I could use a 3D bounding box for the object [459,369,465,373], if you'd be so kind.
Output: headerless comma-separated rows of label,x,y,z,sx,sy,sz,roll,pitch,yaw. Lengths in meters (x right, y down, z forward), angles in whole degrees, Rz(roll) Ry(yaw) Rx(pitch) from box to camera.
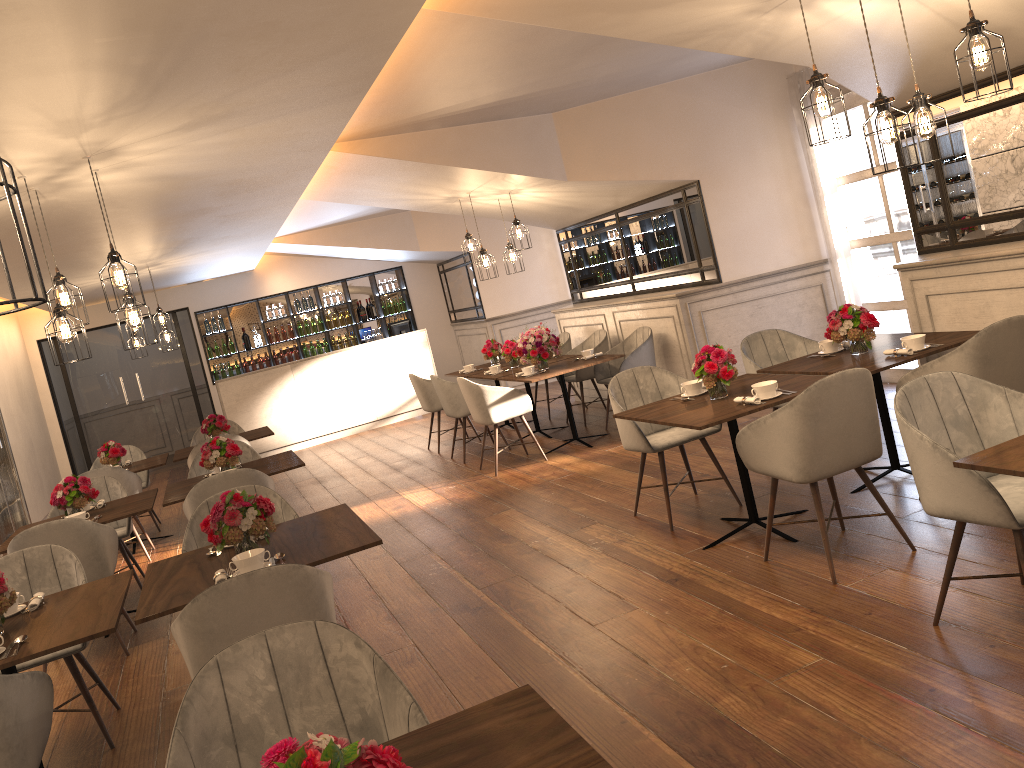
object,-0.496,-0.152,9.660,0.176,0.039,0.056,-16,6,-19

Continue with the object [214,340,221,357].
object,-4.526,-0.544,13.585,0.066,0.260,0.065,-16,4,-40

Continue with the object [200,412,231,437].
object,-2.825,0.418,8.394,0.303,0.300,0.236,-11,5,28

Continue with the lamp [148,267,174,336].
lamp,-4.073,-1.558,9.734,0.176,2.064,0.175,-15,3,-17

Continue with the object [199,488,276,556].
object,-1.109,0.558,3.590,0.308,0.300,0.233,-18,6,-41

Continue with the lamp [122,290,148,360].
lamp,-4.392,-1.292,9.828,0.176,2.064,0.175,-15,3,-17

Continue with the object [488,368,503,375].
object,-0.175,-0.122,8.787,0.193,0.024,0.025,-16,5,-19

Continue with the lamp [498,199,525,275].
lamp,-0.202,-2.096,8.668,0.176,2.064,0.175,-15,3,-17

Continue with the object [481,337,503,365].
object,-0.216,-0.359,9.661,0.233,0.300,0.308,-11,5,28

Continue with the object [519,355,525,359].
object,0.124,-0.304,9.680,0.176,0.039,0.056,-16,6,-19

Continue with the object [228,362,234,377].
object,-4.340,-0.221,13.641,0.066,0.260,0.065,-16,4,-40

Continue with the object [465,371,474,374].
object,-0.404,-0.137,9.489,0.212,0.004,0.022,-16,7,-19

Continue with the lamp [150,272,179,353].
lamp,-4.138,-1.380,10.054,0.176,2.064,0.175,-15,3,-17

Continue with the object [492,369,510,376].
object,-0.100,-0.114,8.609,0.198,0.015,0.043,-16,7,-23

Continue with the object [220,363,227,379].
object,-4.441,-0.193,13.605,0.066,0.260,0.065,-16,4,-40

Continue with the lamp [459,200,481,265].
lamp,-0.612,-2.206,8.740,0.176,2.064,0.175,-15,3,-17

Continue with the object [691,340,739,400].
object,1.043,-0.075,4.598,0.234,0.300,0.306,-14,5,0

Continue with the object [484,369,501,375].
object,-0.197,-0.127,8.816,0.176,0.039,0.056,-16,6,-19

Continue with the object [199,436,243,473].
object,-1.970,0.486,6.018,0.304,0.300,0.236,-12,5,14

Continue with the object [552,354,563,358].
object,0.424,-0.279,8.836,0.176,0.039,0.056,-16,6,-19

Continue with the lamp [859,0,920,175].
lamp,1.299,-1.861,3.493,0.176,2.064,0.175,-15,3,-17

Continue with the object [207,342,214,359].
object,-4.626,-0.515,13.548,0.066,0.260,0.065,-16,4,-40

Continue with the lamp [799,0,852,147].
lamp,1.144,-2.057,3.792,0.176,2.064,0.175,-15,3,-17

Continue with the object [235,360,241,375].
object,-4.239,-0.250,13.678,0.066,0.260,0.065,-16,4,-40

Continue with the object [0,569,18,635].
object,-1.988,0.803,3.303,0.235,0.300,0.305,-15,5,-17

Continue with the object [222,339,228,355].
object,-4.425,-0.572,13.621,0.066,0.260,0.065,-16,4,-40

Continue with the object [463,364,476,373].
object,-0.462,-0.166,9.551,0.147,0.072,0.149,-11,6,23

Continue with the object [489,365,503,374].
object,-0.162,-0.140,8.708,0.147,0.072,0.149,-11,6,23

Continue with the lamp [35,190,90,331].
lamp,-2.653,-1.311,4.800,0.176,2.064,0.175,-15,3,-17

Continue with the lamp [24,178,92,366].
lamp,-2.498,-1.115,4.502,0.176,2.064,0.175,-15,3,-17

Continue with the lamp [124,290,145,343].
lamp,-4.547,-1.489,10.127,0.176,2.064,0.175,-15,3,-17

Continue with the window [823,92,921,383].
window,3.657,-1.192,5.950,0.497,2.380,14.504,-15,6,-22

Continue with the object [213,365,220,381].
object,-4.542,-0.164,13.568,0.066,0.260,0.065,-16,4,-40

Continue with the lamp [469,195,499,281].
lamp,-0.457,-2.009,8.441,0.176,2.064,0.175,-15,3,-17

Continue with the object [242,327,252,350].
object,-4.128,-0.706,13.734,0.103,0.358,0.104,-10,5,43

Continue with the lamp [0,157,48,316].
lamp,-0.975,-1.095,1.155,0.176,2.064,0.175,-15,3,-17

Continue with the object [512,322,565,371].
object,0.238,-0.338,8.001,0.422,0.424,0.404,-16,6,-31

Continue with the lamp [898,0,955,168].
lamp,1.554,-1.948,3.720,0.176,2.064,0.175,-15,3,-17

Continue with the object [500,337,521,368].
object,-0.008,-0.315,8.868,0.234,0.300,0.306,-14,5,0

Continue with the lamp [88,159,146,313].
lamp,-2.179,-1.380,4.408,0.176,2.064,0.175,-15,3,-17

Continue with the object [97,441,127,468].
object,-3.639,0.647,8.091,0.236,0.300,0.304,-18,6,-44

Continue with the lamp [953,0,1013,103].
lamp,1.618,-2.126,3.400,0.176,2.064,0.175,-15,3,-17

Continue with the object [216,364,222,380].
object,-3.937,-0.163,11.929,0.065,0.207,0.065,-15,4,-28

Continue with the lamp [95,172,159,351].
lamp,-2.243,-1.202,4.728,0.176,2.064,0.175,-15,3,-17

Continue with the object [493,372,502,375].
object,-0.104,-0.112,8.645,0.212,0.004,0.022,-16,7,-19

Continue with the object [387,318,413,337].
object,-1.606,-0.766,12.944,0.412,0.328,0.129,-18,6,-41

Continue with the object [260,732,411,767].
object,-0.280,0.628,1.255,0.308,0.300,0.233,-18,6,-41

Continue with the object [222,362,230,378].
object,-3.861,-0.185,11.962,0.065,0.207,0.145,-15,5,-27

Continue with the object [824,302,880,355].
object,1.896,-0.317,4.920,0.236,0.300,0.304,-18,6,-44

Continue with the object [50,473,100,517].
object,-2.847,0.728,5.731,0.305,0.300,0.235,-13,4,3

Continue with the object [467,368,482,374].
object,-0.400,-0.140,9.453,0.198,0.015,0.043,-16,7,-23

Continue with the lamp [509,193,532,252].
lamp,-0.137,-2.274,8.348,0.176,2.064,0.175,-15,3,-17

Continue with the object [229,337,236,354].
object,-4.324,-0.601,13.658,0.066,0.260,0.065,-16,4,-40
